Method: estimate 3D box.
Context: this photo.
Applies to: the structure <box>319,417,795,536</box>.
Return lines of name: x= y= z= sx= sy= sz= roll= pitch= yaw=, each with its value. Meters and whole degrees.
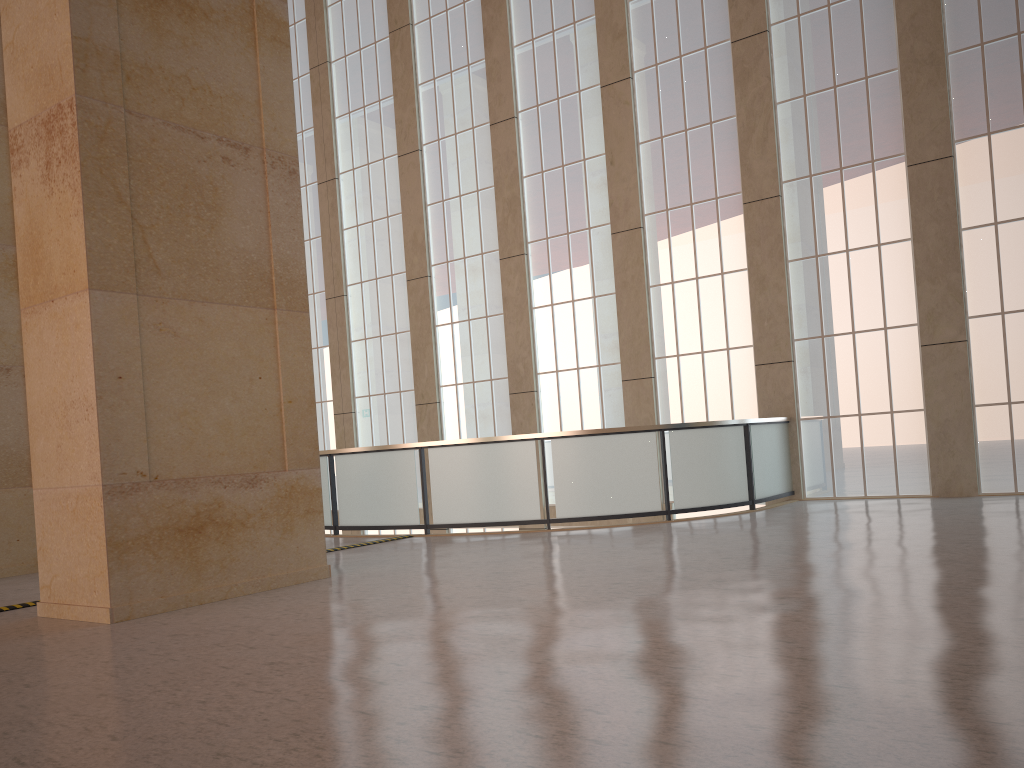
structure: x=-0.989 y=2.134 z=19.222 sx=13.103 sy=1.793 sz=5.245 roll=-6 pitch=-4 yaw=25

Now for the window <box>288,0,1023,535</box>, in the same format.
window: x=-51.919 y=6.580 z=60.597 sx=165.331 sy=28.641 sz=0.010 roll=-7 pitch=-2 yaw=36
